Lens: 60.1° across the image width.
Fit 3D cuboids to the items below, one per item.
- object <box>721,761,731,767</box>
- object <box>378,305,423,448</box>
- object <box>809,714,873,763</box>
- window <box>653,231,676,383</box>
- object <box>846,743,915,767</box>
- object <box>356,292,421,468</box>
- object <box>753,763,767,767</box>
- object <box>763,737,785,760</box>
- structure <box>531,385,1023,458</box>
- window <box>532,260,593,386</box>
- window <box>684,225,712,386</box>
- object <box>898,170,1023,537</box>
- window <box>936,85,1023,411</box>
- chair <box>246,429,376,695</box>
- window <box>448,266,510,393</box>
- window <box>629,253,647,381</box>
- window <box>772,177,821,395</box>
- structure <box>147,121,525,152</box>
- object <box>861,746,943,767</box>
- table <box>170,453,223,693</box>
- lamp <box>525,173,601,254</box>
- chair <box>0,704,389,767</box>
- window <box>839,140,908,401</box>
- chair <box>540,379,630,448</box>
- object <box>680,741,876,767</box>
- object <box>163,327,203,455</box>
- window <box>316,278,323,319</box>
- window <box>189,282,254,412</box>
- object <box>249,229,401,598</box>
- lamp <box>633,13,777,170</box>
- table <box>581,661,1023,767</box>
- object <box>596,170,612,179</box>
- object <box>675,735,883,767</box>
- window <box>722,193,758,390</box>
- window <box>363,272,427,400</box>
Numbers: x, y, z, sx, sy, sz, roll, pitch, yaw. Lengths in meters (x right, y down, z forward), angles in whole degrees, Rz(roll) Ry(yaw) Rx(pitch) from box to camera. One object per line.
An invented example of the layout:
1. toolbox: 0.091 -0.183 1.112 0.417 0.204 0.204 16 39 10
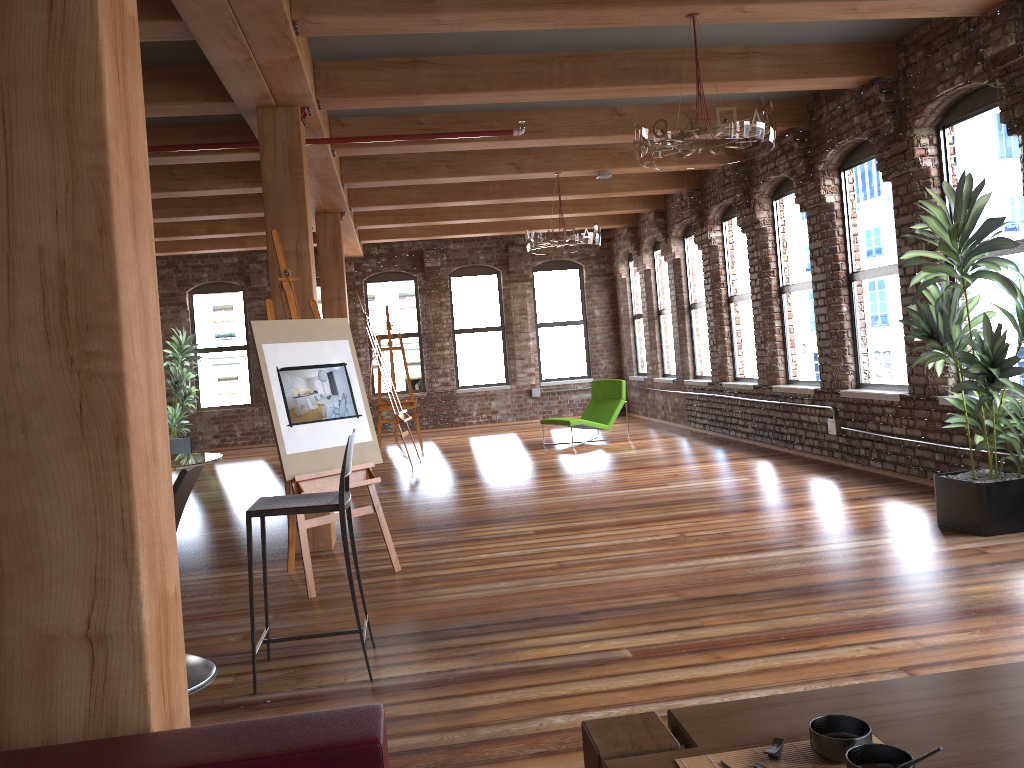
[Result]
1. object: 0.390 0.629 1.350 0.007 0.008 0.270 -5 2 -18
2. object: -1.813 -0.148 13.517 0.662 2.141 0.684 -4 0 -12
3. object: 0.550 0.594 1.481 0.098 0.043 0.099 -4 2 19
4. window: 2.310 -1.136 13.406 0.232 2.216 0.968 -4 0 -7
5. object: 0.568 0.597 1.364 0.098 0.043 0.099 -4 2 30
6. object: -1.561 -0.066 10.673 0.685 2.141 0.662 -5 0 3
7. object: 0.431 0.613 1.389 0.045 0.030 0.153 -5 2 -23
8. object: 0.439 0.614 1.481 0.018 0.021 0.059 -4 2 35
9. structure: 2.816 0.280 9.208 1.635 0.313 13.700 -5 2 -14
10. window: 0.878 -1.109 15.840 0.969 2.219 0.218 -4 -1 -8
11. window: 2.501 -1.099 11.951 0.233 2.216 0.968 -4 0 -7
12. object: 2.816 -0.197 5.327 0.966 2.104 1.080 -5 0 6
13. window: 3.262 -0.950 6.135 0.235 2.216 0.968 -4 0 -7
14. chair: -0.850 0.709 3.716 0.467 0.982 0.429 -4 0 -7
15. window: -0.592 -0.986 15.646 0.969 2.219 0.218 -4 -1 -8
16. window: 2.116 -1.174 14.887 0.232 2.216 0.968 -4 0 -7
17. window: 2.882 -1.024 9.045 0.236 2.216 0.968 -4 0 -7
18. structure: -3.254 -1.796 6.737 6.811 0.112 0.051 -5 0 -8
19. object: 0.586 0.569 1.343 0.045 0.080 0.137 -5 1 -42
20. table: -1.557 0.800 3.712 0.721 0.925 0.722 -4 0 17
21. lamp: 0.521 -1.840 9.431 0.808 0.815 0.810 -4 1 29
22. chair: -0.585 0.971 1.163 0.866 0.593 1.071 -5 1 -7
23. window: 3.070 -0.987 7.590 0.232 2.216 0.968 -4 0 -7
24. chair: 0.946 0.374 11.712 0.957 0.796 0.679 -5 1 -32
25. object: 0.479 0.629 1.294 0.332 0.003 0.471 -5 2 -7
26. object: -5.537 0.140 14.245 1.082 2.104 0.965 -4 0 -29
27. window: -3.495 -0.740 15.260 0.969 2.228 0.221 -4 -1 -7
28. window: -4.958 -0.649 15.135 0.969 2.170 0.086 -4 -1 -8
29. object: -1.210 0.097 5.355 0.683 2.141 0.703 -5 0 43
30. lamp: 1.084 -1.730 5.121 0.808 0.815 0.810 -4 1 35
31. table: 1.076 0.857 1.362 1.751 0.550 0.900 -5 1 -7
32. object: 0.990 -2.261 9.539 0.145 0.072 0.147 -5 2 -7
33. object: 0.480 0.629 1.294 0.352 0.001 0.469 -5 2 -7
34. window: 2.689 -1.061 10.499 0.230 2.216 0.968 -4 0 -7
35. window: -2.046 -0.860 15.452 0.969 2.228 0.221 -4 -1 -7
